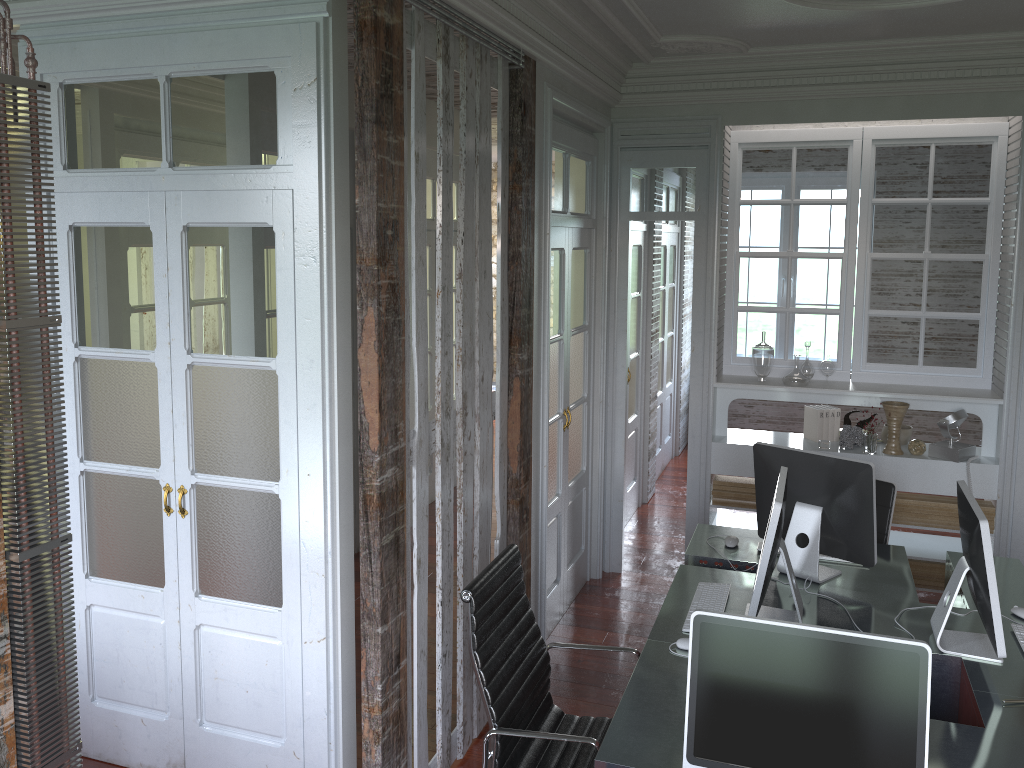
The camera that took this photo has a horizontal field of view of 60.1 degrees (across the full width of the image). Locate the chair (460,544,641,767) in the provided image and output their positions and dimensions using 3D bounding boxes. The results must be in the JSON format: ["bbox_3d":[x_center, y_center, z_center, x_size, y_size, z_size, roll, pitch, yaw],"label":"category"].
[{"bbox_3d":[0.192,1.084,2.683,0.699,1.016,0.669,2,7,13],"label":"chair"}]

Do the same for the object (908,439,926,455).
[{"bbox_3d":[2.229,0.346,4.875,0.091,0.087,0.093,-5,10,-34],"label":"object"}]

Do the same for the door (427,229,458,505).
[{"bbox_3d":[-0.597,-0.134,6.778,0.041,2.073,1.083,3,7,19],"label":"door"}]

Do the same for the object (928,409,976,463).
[{"bbox_3d":[2.394,0.267,4.808,0.188,0.271,0.167,-5,9,-36],"label":"object"}]

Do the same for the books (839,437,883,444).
[{"bbox_3d":[2.039,0.322,5.242,0.181,0.011,0.247,-2,10,-16],"label":"books"}]

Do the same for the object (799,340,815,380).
[{"bbox_3d":[1.708,-0.119,5.129,0.088,0.270,0.088,2,7,14],"label":"object"}]

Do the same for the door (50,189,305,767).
[{"bbox_3d":[-1.203,0.404,3.197,1.058,2.166,0.041,3,7,19],"label":"door"}]

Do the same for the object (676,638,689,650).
[{"bbox_3d":[0.576,0.828,2.817,0.106,0.028,0.059,3,9,18],"label":"object"}]

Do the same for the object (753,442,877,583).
[{"bbox_3d":[1.155,0.499,3.439,0.485,0.482,0.190,8,10,44],"label":"object"}]

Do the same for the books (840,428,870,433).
[{"bbox_3d":[2.037,0.284,5.250,0.168,0.007,0.191,-1,10,-9],"label":"books"}]

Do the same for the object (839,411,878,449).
[{"bbox_3d":[1.972,0.264,5.080,0.158,0.178,0.384,8,12,44],"label":"object"}]

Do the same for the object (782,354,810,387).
[{"bbox_3d":[1.618,-0.069,5.039,0.148,0.199,0.149,1,7,2],"label":"object"}]

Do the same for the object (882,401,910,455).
[{"bbox_3d":[2.115,0.245,4.899,0.144,0.277,0.144,5,8,33],"label":"object"}]

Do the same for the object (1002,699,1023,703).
[{"bbox_3d":[1.456,0.895,2.499,0.149,0.011,0.011,0,8,-5],"label":"object"}]

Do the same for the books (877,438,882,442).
[{"bbox_3d":[2.039,0.313,5.241,0.181,0.007,0.247,-2,10,-16],"label":"books"}]

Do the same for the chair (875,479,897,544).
[{"bbox_3d":[1.412,0.913,4.090,0.603,0.913,0.477,-6,9,-40],"label":"chair"}]

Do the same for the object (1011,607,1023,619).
[{"bbox_3d":[1.778,0.793,3.064,0.059,0.028,0.107,-3,10,-19],"label":"object"}]

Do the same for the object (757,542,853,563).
[{"bbox_3d":[1.244,0.697,3.664,0.439,0.017,0.119,4,10,19],"label":"object"}]

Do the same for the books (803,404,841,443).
[{"bbox_3d":[1.830,0.232,5.225,0.150,0.192,0.144,-2,8,-15],"label":"books"}]

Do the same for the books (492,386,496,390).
[{"bbox_3d":[-0.226,0.035,11.578,0.224,0.028,0.308,0,9,-1],"label":"books"}]

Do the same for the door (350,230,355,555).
[{"bbox_3d":[-1.183,0.138,5.109,0.041,2.073,1.083,3,7,19],"label":"door"}]

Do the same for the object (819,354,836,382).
[{"bbox_3d":[1.831,-0.077,5.139,0.094,0.187,0.095,0,7,-6],"label":"object"}]

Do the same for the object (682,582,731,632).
[{"bbox_3d":[0.691,0.784,3.123,0.118,0.017,0.442,4,10,19],"label":"object"}]

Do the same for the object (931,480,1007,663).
[{"bbox_3d":[1.463,0.602,2.830,0.190,0.482,0.487,3,8,19],"label":"object"}]

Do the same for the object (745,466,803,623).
[{"bbox_3d":[0.894,0.569,3.000,0.190,0.482,0.487,3,8,19],"label":"object"}]

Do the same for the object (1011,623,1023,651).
[{"bbox_3d":[1.663,0.849,2.759,0.119,0.017,0.442,4,10,19],"label":"object"}]

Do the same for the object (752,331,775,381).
[{"bbox_3d":[1.465,-0.151,5.170,0.129,0.313,0.129,7,9,44],"label":"object"}]

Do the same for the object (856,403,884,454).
[{"bbox_3d":[1.993,0.241,4.889,0.128,0.285,0.129,-1,7,-14],"label":"object"}]

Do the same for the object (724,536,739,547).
[{"bbox_3d":[0.937,0.669,3.777,0.059,0.028,0.107,3,10,18],"label":"object"}]

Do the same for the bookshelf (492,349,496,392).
[{"bbox_3d":[0.303,-0.118,11.402,1.401,0.546,0.402,4,8,19],"label":"bookshelf"}]

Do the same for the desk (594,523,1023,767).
[{"bbox_3d":[1.051,1.229,2.707,1.301,0.723,2.523,3,10,19],"label":"desk"}]

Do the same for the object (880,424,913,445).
[{"bbox_3d":[2.229,0.271,5.129,0.159,0.152,0.217,1,8,4],"label":"object"}]

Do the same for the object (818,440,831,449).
[{"bbox_3d":[1.760,0.343,4.986,0.066,0.040,0.066,-3,9,-23],"label":"object"}]

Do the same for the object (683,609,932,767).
[{"bbox_3d":[0.620,0.751,1.896,0.484,0.482,0.190,3,7,19],"label":"object"}]
